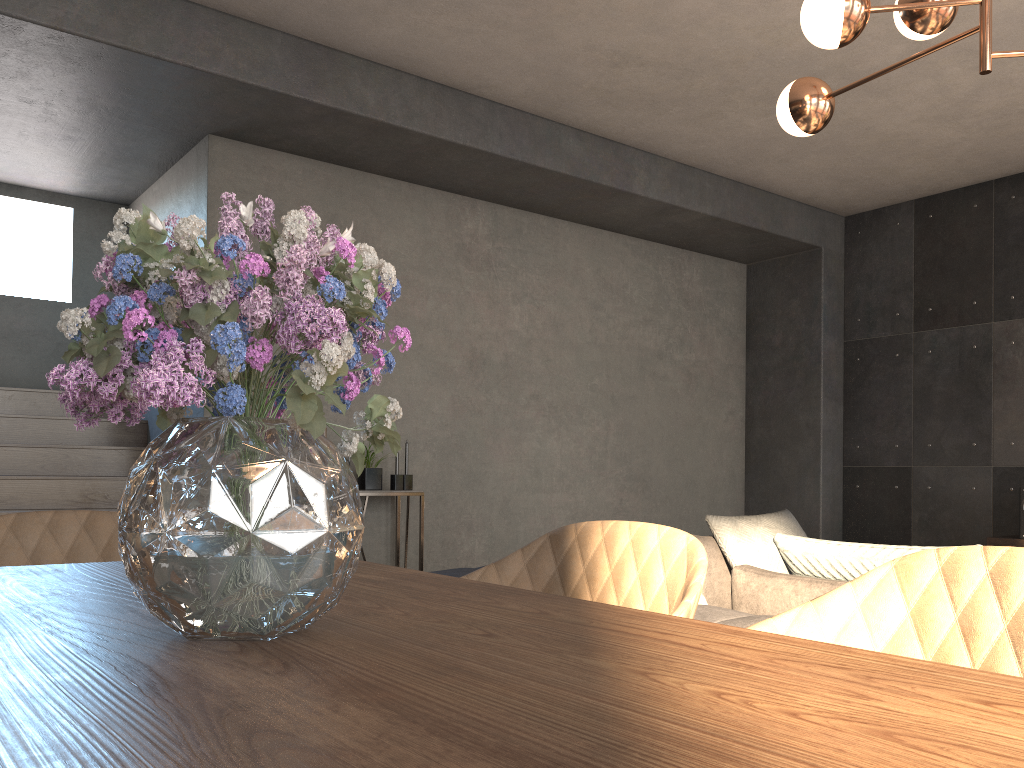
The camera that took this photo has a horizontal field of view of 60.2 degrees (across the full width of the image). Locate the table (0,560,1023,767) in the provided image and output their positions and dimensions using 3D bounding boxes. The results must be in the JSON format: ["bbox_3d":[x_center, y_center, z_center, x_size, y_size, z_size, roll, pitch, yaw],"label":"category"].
[{"bbox_3d":[-0.229,0.612,0.811,0.770,0.767,1.470,3,-5,-37],"label":"table"}]

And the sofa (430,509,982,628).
[{"bbox_3d":[1.339,0.865,3.145,2.917,0.782,2.029,5,-7,-37],"label":"sofa"}]

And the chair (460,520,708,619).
[{"bbox_3d":[0.021,0.644,1.418,0.511,0.834,0.556,3,-3,-43],"label":"chair"}]

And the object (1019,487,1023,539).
[{"bbox_3d":[3.372,0.812,5.643,0.198,0.353,0.250,-1,-3,38],"label":"object"}]

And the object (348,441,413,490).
[{"bbox_3d":[-0.797,0.458,5.216,0.401,0.337,0.316,0,-3,4],"label":"object"}]

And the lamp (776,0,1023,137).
[{"bbox_3d":[1.364,-1.361,2.355,1.464,1.036,1.018,-2,-4,29],"label":"lamp"}]

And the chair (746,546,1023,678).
[{"bbox_3d":[0.394,0.598,0.934,0.511,0.834,0.556,2,-3,-28],"label":"chair"}]

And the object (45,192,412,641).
[{"bbox_3d":[-0.253,0.022,0.810,0.298,0.408,0.329,0,-3,23],"label":"object"}]

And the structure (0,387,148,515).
[{"bbox_3d":[-2.602,0.667,4.751,1.510,1.419,2.265,3,-5,-37],"label":"structure"}]

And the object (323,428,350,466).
[{"bbox_3d":[-1.119,0.405,4.987,0.563,0.389,0.225,4,-4,-42],"label":"object"}]

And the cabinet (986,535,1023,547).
[{"bbox_3d":[4.005,1.199,4.933,0.541,0.549,2.414,3,-6,-37],"label":"cabinet"}]

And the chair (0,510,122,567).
[{"bbox_3d":[-0.764,0.650,1.559,0.556,0.834,0.511,2,-3,-33],"label":"chair"}]

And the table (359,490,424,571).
[{"bbox_3d":[-1.053,1.014,5.021,1.103,0.819,0.300,4,-3,-37],"label":"table"}]
